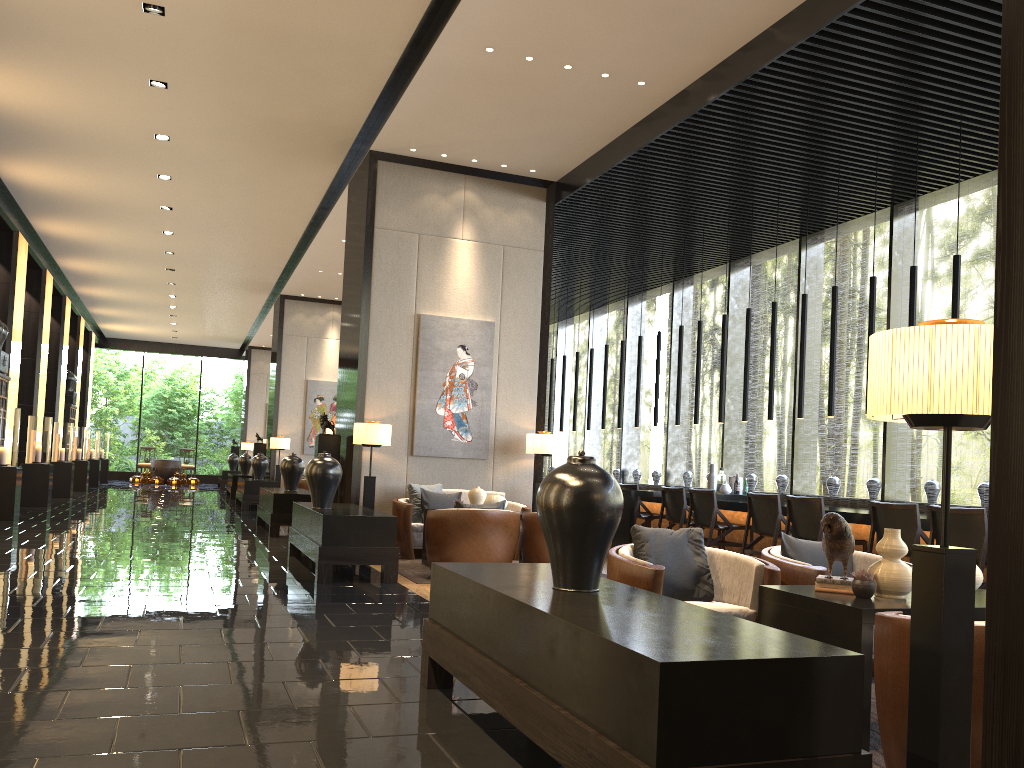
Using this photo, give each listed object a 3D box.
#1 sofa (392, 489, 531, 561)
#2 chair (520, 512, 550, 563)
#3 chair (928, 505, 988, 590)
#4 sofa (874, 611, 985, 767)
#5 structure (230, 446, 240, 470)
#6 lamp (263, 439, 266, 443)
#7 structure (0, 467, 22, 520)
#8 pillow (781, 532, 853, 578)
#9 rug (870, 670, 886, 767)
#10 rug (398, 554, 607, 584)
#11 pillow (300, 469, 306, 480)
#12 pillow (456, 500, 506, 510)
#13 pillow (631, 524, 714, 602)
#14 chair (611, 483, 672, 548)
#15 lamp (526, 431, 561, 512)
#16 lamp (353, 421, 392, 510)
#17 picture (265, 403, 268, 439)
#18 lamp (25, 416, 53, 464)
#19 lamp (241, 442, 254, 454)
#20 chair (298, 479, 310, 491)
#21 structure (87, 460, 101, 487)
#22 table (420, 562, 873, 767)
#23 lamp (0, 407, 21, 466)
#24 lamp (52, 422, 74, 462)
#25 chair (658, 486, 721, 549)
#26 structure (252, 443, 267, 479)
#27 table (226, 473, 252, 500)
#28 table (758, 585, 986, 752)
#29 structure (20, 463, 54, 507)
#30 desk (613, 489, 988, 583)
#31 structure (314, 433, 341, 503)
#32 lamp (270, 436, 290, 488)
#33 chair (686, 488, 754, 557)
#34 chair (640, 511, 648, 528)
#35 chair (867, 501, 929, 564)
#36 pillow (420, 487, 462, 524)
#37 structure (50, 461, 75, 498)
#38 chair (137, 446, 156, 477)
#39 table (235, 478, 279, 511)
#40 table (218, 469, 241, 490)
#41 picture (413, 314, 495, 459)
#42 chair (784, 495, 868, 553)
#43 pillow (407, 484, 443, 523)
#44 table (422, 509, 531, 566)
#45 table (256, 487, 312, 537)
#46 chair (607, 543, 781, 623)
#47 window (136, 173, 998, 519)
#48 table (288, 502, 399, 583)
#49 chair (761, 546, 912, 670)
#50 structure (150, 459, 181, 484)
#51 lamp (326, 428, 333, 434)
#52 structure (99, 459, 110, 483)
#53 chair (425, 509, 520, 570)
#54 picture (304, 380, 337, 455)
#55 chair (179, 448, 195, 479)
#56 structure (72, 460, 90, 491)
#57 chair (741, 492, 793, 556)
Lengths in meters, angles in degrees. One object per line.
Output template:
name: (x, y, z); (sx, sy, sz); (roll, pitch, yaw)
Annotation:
sofa: (-0.535, 1.439, 9.106); (1.451, 0.692, 0.604); (5, -4, -20)
chair: (0.494, 1.394, 7.657); (0.805, 0.603, 0.607); (4, -4, -20)
chair: (3.212, 1.267, 6.125); (0.564, 0.825, 0.526); (4, -3, -20)
sofa: (1.830, 0.939, 2.709); (1.451, 0.692, 0.604); (5, -4, -20)
structure: (-8.291, 2.464, 26.411); (0.240, 1.215, 0.240); (4, -2, -20)
lamp: (-5.176, 1.829, 18.928); (0.375, 1.348, 0.376); (3, -2, -2)
structure: (-6.392, 1.356, 11.051); (0.403, 0.656, 0.403); (4, -3, -20)
pillow: (1.569, 0.937, 4.574); (0.442, 0.337, 0.205); (4, -3, -13)
rug: (1.573, 1.346, 3.511); (2.043, 0.008, 2.246); (5, -6, -20)
rug: (-0.223, 1.722, 8.330); (1.960, 0.008, 2.246); (5, -6, -20)
pillow: (-3.971, 1.869, 17.403); (0.434, 0.398, 0.201); (6, -4, -42)
pillow: (-0.258, 1.107, 7.253); (0.442, 0.337, 0.205); (4, -3, -13)
pillow: (0.766, 0.866, 4.274); (0.399, 0.361, 0.222); (4, -3, -20)
chair: (1.549, 1.615, 10.589); (0.564, 0.825, 0.526); (4, -3, -20)
lamp: (0.315, 1.189, 9.518); (0.375, 1.348, 0.376); (2, -2, 9)
lamp: (-1.428, 1.046, 8.870); (0.374, 1.345, 0.376); (1, -3, 31)
picture: (-6.884, 1.350, 26.316); (0.835, 1.498, 0.037); (4, -2, -20)
lamp: (-7.387, 0.873, 13.832); (0.337, 0.727, 0.337); (4, -3, -18)
lamp: (-7.686, 2.354, 25.660); (0.375, 1.348, 0.376); (2, -2, 9)
chair: (-3.405, 1.976, 15.673); (0.805, 0.603, 0.607); (4, -4, -20)
structure: (-10.494, 2.214, 22.056); (0.403, 0.656, 0.403); (4, -3, -20)
table: (0.252, 0.972, 2.981); (0.621, 0.511, 1.964); (4, -5, -20)
lamp: (-6.361, 0.658, 11.080); (0.337, 0.727, 0.337); (3, -3, -15)
lamp: (-8.412, 1.087, 16.583); (0.337, 0.727, 0.337); (4, -3, -18)
chair: (1.902, 1.541, 9.639); (0.564, 0.825, 0.526); (4, -3, -20)
structure: (-5.154, 1.807, 17.994); (0.240, 1.215, 0.240); (4, -2, -20)
table: (-5.989, 2.278, 19.725); (0.621, 0.511, 1.964); (4, -5, -20)
table: (1.561, 1.081, 3.439); (1.043, 0.516, 0.576); (5, -4, -20)
structure: (-7.417, 1.570, 13.802); (0.403, 0.656, 0.403); (4, -3, -20)
desk: (0.350, 1.998, 14.861); (1.782, 0.757, 28.791); (5, -6, -20)
structure: (-2.025, 1.152, 9.599); (0.240, 1.215, 0.240); (4, -2, -20)
lamp: (-4.545, 1.697, 17.234); (0.375, 1.348, 0.376); (3, -2, -2)
chair: (2.103, 1.499, 9.101); (0.564, 0.825, 0.526); (4, -3, -20)
chair: (1.348, 1.657, 11.127); (0.564, 0.825, 0.526); (4, -3, -20)
chair: (3.012, 1.309, 6.663); (0.564, 0.825, 0.526); (4, -3, -20)
pillow: (-0.725, 1.237, 8.979); (0.472, 0.360, 0.219); (5, -3, -24)
structure: (-8.443, 1.785, 16.553); (0.403, 0.656, 0.403); (4, -3, -20)
chair: (-11.089, 2.444, 26.881); (0.521, 1.073, 0.537); (4, -3, -20)
table: (-4.639, 1.995, 16.102); (0.621, 0.511, 1.964); (4, -5, -20)
table: (-7.776, 2.652, 24.519); (0.621, 0.511, 1.964); (4, -5, -20)
picture: (-0.615, 0.038, 9.496); (0.835, 1.498, 0.037); (4, -2, -20)
chair: (2.658, 1.383, 7.613); (0.564, 0.825, 0.526); (4, -3, -20)
pillow: (-0.873, 1.220, 9.090); (0.434, 0.398, 0.201); (6, -4, -42)
table: (-0.260, 1.462, 8.324); (1.043, 0.516, 0.576); (5, -4, -20)
table: (-2.860, 1.623, 11.331); (0.621, 0.511, 1.964); (4, -5, -20)
chair: (0.796, 1.073, 4.155); (0.805, 0.603, 0.607); (4, -4, -20)
window: (-3.752, -0.026, 13.918); (12.069, 4.216, 31.949); (5, -6, -20)
table: (-1.510, 1.340, 7.708); (0.621, 0.511, 1.964); (4, -5, -20)
chair: (1.597, 1.140, 4.453); (0.805, 0.603, 0.607); (4, -4, -20)
structure: (-10.340, 2.616, 26.428); (0.875, 0.708, 0.875); (5, -5, -32)
lamp: (-2.060, 1.192, 10.564); (0.374, 1.316, 0.376); (2, -3, 24)
structure: (-11.519, 2.429, 24.807); (0.403, 0.656, 0.403); (4, -3, -20)
chair: (-0.307, 1.328, 7.359); (0.805, 0.603, 0.607); (4, -4, -20)
picture: (-3.738, 0.692, 17.874); (0.835, 1.498, 0.037); (4, -2, -20)
chair: (-10.033, 2.531, 27.273); (0.521, 1.073, 0.537); (4, -3, -20)
structure: (-9.468, 2.000, 19.305); (0.403, 0.656, 0.403); (4, -3, -20)
chair: (2.457, 1.425, 8.151); (0.564, 0.825, 0.526); (4, -3, -20)
